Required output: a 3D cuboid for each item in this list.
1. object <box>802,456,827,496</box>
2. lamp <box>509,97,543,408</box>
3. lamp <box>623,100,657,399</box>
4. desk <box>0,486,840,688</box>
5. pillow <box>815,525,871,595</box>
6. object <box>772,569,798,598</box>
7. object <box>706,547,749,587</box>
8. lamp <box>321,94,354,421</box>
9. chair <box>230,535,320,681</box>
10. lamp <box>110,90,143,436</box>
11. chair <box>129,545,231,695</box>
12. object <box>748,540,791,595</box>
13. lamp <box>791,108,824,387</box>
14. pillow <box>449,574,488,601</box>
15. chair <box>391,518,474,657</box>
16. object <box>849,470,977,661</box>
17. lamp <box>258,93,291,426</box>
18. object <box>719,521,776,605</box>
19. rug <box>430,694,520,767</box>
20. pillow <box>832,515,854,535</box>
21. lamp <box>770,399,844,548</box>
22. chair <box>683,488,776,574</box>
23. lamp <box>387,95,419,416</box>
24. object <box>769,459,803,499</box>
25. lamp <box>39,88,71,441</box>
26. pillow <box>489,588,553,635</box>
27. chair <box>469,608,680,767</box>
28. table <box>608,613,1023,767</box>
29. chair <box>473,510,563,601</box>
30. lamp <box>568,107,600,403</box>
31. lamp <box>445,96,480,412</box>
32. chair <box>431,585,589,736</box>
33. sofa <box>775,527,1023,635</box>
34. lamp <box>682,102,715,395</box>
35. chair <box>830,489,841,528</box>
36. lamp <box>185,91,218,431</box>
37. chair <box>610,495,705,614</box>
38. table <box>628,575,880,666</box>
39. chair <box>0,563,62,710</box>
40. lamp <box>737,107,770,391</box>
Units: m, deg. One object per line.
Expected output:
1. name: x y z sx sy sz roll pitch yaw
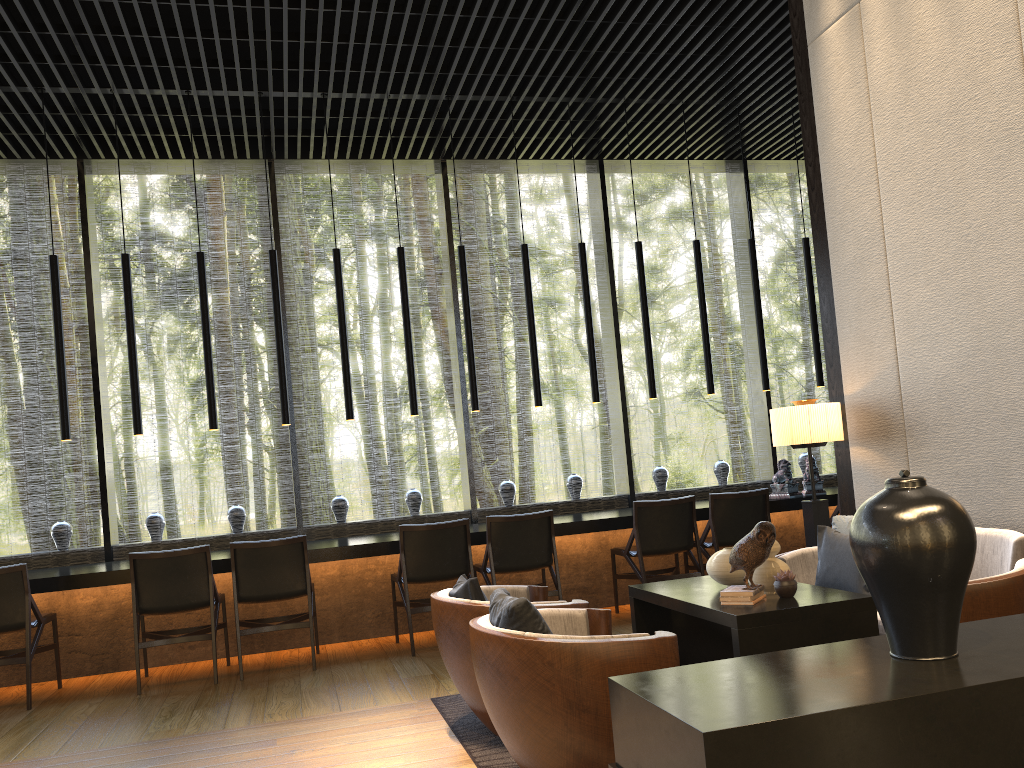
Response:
1. object: 2.405 0.733 7.096 0.163 0.312 0.209 -6 -3 10
2. lamp: 0.099 -1.024 6.852 0.060 2.414 0.060 -4 -2 -20
3. lamp: 1.016 -1.083 7.088 0.060 2.414 0.060 -4 -2 -20
4. desk: -10.479 2.032 3.724 28.690 0.758 1.789 -4 -5 -14
5. pillow: 1.594 0.846 4.131 0.219 0.360 0.474 -4 -4 -18
6. object: 1.067 0.776 3.457 0.092 0.111 0.091 -8 -5 38
7. object: 0.969 0.796 3.849 0.246 0.167 0.245 -8 -5 33
8. lamp: -1.285 -0.935 6.496 0.060 2.414 0.060 -4 -2 -20
9. chair: -1.519 1.389 5.649 0.525 0.825 0.565 -4 -3 -15
10. lamp: -2.678 -0.846 6.138 0.060 2.414 0.060 -5 -2 -10
11. chair: -2.074 1.425 5.506 0.525 0.825 0.565 -4 -3 -15
12. object: 1.033 0.717 3.580 0.174 0.256 0.175 -5 -3 5
13. lamp: 2.479 -1.176 7.464 0.060 2.414 0.060 -4 -2 -20
14. pillow: -0.164 0.987 3.848 0.205 0.337 0.443 -5 -4 -8
15. chair: -0.515 1.325 5.907 0.525 0.825 0.565 -4 -3 -15
16. object: 1.077 0.476 2.373 0.311 0.491 0.313 -4 -4 -26
17. lamp: -1.723 -0.907 6.383 0.060 2.414 0.060 -5 -2 -10
18. object: 0.926 0.686 3.428 0.230 0.308 0.174 -7 -4 31
19. rug: 0.919 1.393 3.746 2.238 0.008 2.051 -4 -6 -14
20. pillow: 1.717 0.827 4.268 0.200 0.398 0.435 -3 -5 -36
21. lamp: 1.683 0.763 4.894 0.375 1.347 0.375 -6 -3 15
22. chair: 1.599 1.189 6.451 0.525 0.825 0.565 -4 -3 -15
23. lamp: -0.829 -0.965 6.613 0.060 2.414 0.060 -4 -2 -20
24. object: 2.162 0.751 7.038 0.162 0.309 0.208 -3 -4 -34
25. lamp: -3.116 -0.818 6.025 0.060 2.414 0.060 -4 -2 -20
26. pillow: 0.047 0.883 3.018 0.222 0.361 0.401 -4 -4 -14
27. chair: 0.180 1.090 3.038 0.605 0.602 0.807 -4 -5 -14
28. table: 1.287 0.962 2.372 1.957 0.512 0.623 -4 -4 -14
29. chair: 0.040 1.289 6.050 0.525 0.825 0.565 -4 -3 -15
30. lamp: 0.553 -1.053 6.969 0.060 2.414 0.060 -4 -2 -20
31. lamp: -0.382 -0.993 6.728 0.060 2.414 0.060 -4 -2 -20
32. chair: -0.029 1.191 3.866 0.605 0.602 0.807 -4 -5 -14
33. sofa: 1.721 0.993 3.913 0.602 0.691 1.456 -4 -5 -14
34. lamp: 1.506 -1.114 7.214 0.060 2.414 0.060 -4 -2 -20
35. chair: 2.603 1.125 6.709 0.525 0.825 0.565 -4 -3 -15
36. lamp: -2.200 -0.877 6.260 0.060 2.414 0.060 -4 -2 -20
37. chair: 1.044 1.225 6.308 0.525 0.825 0.565 -4 -3 -15
38. table: 0.974 1.127 3.724 0.575 0.516 1.047 -4 -5 -15
39. chair: -3.052 1.487 5.254 0.525 0.825 0.565 -4 -3 -15
40. lamp: 1.988 -1.145 7.338 0.060 2.414 0.060 -4 -2 -20
